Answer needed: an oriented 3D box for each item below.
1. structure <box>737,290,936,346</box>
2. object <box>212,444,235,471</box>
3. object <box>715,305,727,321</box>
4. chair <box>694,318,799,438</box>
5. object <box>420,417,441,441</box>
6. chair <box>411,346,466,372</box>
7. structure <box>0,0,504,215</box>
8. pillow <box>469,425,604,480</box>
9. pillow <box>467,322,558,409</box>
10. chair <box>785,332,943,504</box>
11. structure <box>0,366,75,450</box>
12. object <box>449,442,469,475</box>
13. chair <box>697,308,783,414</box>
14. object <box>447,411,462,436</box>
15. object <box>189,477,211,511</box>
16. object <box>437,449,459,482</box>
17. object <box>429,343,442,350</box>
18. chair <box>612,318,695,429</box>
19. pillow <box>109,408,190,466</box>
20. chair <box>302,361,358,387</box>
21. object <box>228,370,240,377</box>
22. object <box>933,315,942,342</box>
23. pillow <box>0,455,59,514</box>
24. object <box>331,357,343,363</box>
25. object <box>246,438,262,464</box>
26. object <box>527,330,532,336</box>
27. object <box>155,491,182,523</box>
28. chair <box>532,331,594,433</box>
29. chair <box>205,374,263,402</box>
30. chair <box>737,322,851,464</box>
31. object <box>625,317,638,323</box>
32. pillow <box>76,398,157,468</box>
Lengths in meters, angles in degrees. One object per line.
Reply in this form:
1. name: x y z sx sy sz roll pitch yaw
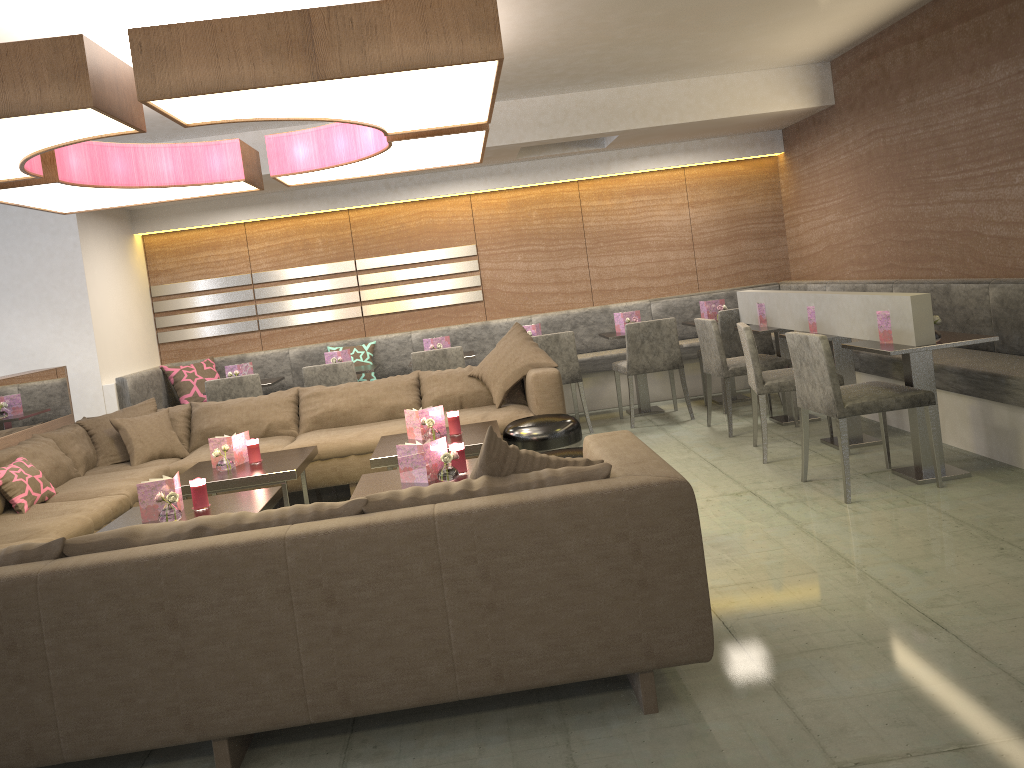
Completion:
1. structure: 1.784 -0.429 5.241 0.095 0.230 2.502 -8 7 -3
2. object: -1.486 0.379 4.549 0.103 0.131 0.091 -11 5 -38
3. object: 1.642 -0.563 6.961 0.100 0.125 0.097 -10 5 -33
4. chair: 1.553 -0.087 5.916 0.492 0.759 0.479 -8 4 -5
5. object: -0.423 0.231 4.628 0.096 0.128 0.106 -11 6 -43
6. chair: -0.499 0.100 6.598 0.477 0.759 0.494 -8 4 0
7. structure: -1.343 -1.309 3.936 2.447 0.616 2.455 -8 7 -3
8. pillow: -0.001 0.296 2.641 0.533 0.403 0.280 -9 4 -14
9. pillow: 0.002 -0.127 5.602 0.619 0.511 0.300 -7 4 11
10. chair: 1.651 0.106 4.205 0.492 0.759 0.478 -8 4 -6
11. structure: -2.890 0.602 4.008 0.224 1.002 3.794 -8 7 -3
12. object: -0.228 0.313 3.733 0.076 0.128 0.075 -11 5 -40
13. chair: 1.723 -0.210 6.746 0.477 0.759 0.494 -8 4 -6
14. object: -0.307 0.207 4.694 0.076 0.128 0.075 -11 5 -40
15. object: -1.308 0.459 3.699 0.076 0.128 0.075 -10 4 -30
16. object: -0.246 0.326 3.664 0.094 0.125 0.195 -5 6 29
17. object: -0.583 -0.255 6.833 0.095 0.125 0.101 -11 5 -39
18. chair: 1.036 -0.109 6.661 0.477 0.759 0.494 -8 4 -4
19. pillow: -2.192 0.334 5.368 0.234 0.321 0.383 -4 6 42
20. chair: -1.257 0.205 6.561 0.476 0.759 0.495 -7 4 4
21. object: -2.109 -0.043 6.745 0.094 0.125 0.108 -4 5 40
22. object: 1.934 -0.256 4.093 0.100 0.125 0.100 -4 5 41
23. pillow: -2.425 0.493 4.369 0.180 0.251 0.465 -8 6 -7
24. object: -1.351 -0.149 6.795 0.091 0.125 0.111 -5 5 30
25. object: -1.355 0.352 4.640 0.076 0.128 0.075 -10 4 -30
26. object: 0.163 -0.359 6.879 0.095 0.125 0.105 -8 4 -3
27. object: -1.375 0.488 3.536 0.095 0.129 0.101 -9 4 -20
28. chair: 0.284 -0.007 6.637 0.477 0.759 0.494 -8 4 -7
29. chair: -1.982 0.307 6.507 0.478 0.759 0.493 -8 4 -11
30. chair: 1.599 0.009 5.067 0.491 0.759 0.480 -7 4 9
31. object: 0.945 -0.466 6.916 0.106 0.125 0.094 -5 5 29
32. pillow: -2.379 0.317 5.469 0.530 0.393 0.291 -11 5 -34
